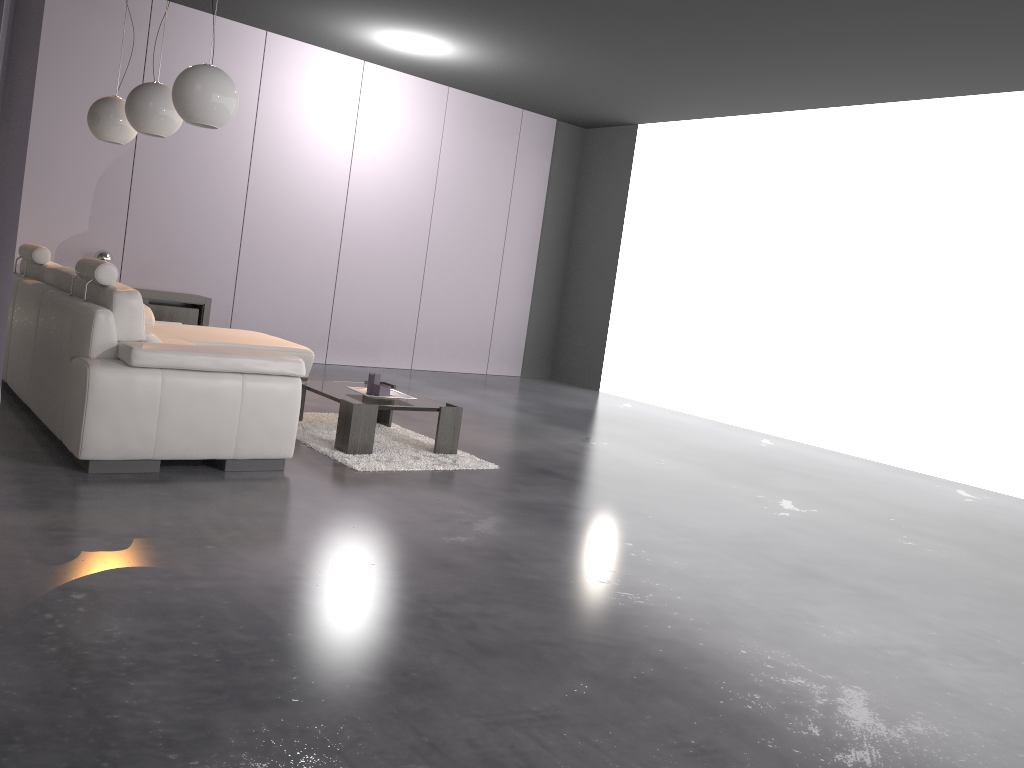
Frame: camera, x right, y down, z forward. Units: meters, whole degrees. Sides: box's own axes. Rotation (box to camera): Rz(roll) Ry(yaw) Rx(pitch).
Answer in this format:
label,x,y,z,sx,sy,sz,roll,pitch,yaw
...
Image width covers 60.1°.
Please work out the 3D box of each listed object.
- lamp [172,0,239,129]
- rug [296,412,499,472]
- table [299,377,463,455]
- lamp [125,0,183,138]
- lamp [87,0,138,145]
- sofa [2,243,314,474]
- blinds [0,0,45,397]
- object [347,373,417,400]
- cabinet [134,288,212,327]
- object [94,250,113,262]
label,x,y,z,sx,sy,sz,roll,pitch,yaw
lamp,-1.402,-1.948,4.252,0.307,1.411,0.307,9,3,19
rug,-0.861,0.316,5.180,0.914,0.023,1.535,3,8,-38
table,-0.843,0.178,5.189,0.699,0.270,0.910,4,7,-38
lamp,-1.919,-2.091,4.924,0.306,1.411,0.309,6,4,-35
lamp,-2.462,-2.241,5.621,0.306,1.411,0.309,6,4,-35
sofa,-1.832,-0.250,5.218,1.865,0.856,2.877,4,7,-38
blinds,-1.279,-0.934,2.130,0.248,2.988,3.306,6,5,-38
object,-0.745,0.006,5.089,0.304,0.136,0.306,4,7,-34
cabinet,-3.147,-0.515,7.448,1.070,0.553,0.379,4,6,-38
object,-3.353,-0.953,7.250,0.140,0.283,0.141,5,5,-38
